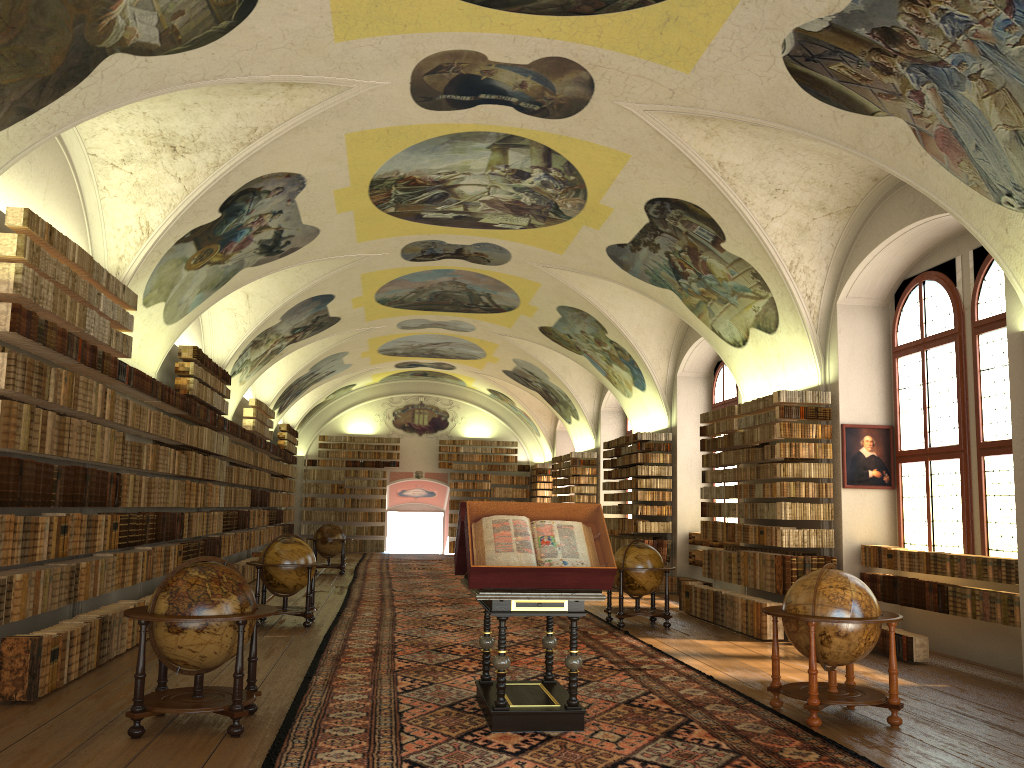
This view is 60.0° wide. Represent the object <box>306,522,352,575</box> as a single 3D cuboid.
[{"bbox_3d":[-5.173,4.638,25.088,1.279,1.445,1.281,-4,-9,34],"label":"object"}]

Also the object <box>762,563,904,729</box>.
[{"bbox_3d":[3.073,2.461,8.527,1.279,1.445,1.282,-3,-9,29],"label":"object"}]

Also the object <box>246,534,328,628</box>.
[{"bbox_3d":[-3.644,3.148,14.326,1.279,1.445,1.282,-3,-9,29],"label":"object"}]

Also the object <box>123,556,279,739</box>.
[{"bbox_3d":[-2.710,2.235,7.733,1.280,1.445,1.281,-6,-10,44],"label":"object"}]

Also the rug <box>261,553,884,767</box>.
[{"bbox_3d":[-1.121,4.405,18.046,4.704,0.064,36.995,2,-8,-8],"label":"rug"}]

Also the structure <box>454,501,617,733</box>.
[{"bbox_3d":[0.137,2.108,8.321,1.245,1.976,1.896,2,-8,-8],"label":"structure"}]

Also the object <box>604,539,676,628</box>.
[{"bbox_3d":[2.142,3.374,15.120,1.280,1.445,1.281,-6,-10,44],"label":"object"}]
